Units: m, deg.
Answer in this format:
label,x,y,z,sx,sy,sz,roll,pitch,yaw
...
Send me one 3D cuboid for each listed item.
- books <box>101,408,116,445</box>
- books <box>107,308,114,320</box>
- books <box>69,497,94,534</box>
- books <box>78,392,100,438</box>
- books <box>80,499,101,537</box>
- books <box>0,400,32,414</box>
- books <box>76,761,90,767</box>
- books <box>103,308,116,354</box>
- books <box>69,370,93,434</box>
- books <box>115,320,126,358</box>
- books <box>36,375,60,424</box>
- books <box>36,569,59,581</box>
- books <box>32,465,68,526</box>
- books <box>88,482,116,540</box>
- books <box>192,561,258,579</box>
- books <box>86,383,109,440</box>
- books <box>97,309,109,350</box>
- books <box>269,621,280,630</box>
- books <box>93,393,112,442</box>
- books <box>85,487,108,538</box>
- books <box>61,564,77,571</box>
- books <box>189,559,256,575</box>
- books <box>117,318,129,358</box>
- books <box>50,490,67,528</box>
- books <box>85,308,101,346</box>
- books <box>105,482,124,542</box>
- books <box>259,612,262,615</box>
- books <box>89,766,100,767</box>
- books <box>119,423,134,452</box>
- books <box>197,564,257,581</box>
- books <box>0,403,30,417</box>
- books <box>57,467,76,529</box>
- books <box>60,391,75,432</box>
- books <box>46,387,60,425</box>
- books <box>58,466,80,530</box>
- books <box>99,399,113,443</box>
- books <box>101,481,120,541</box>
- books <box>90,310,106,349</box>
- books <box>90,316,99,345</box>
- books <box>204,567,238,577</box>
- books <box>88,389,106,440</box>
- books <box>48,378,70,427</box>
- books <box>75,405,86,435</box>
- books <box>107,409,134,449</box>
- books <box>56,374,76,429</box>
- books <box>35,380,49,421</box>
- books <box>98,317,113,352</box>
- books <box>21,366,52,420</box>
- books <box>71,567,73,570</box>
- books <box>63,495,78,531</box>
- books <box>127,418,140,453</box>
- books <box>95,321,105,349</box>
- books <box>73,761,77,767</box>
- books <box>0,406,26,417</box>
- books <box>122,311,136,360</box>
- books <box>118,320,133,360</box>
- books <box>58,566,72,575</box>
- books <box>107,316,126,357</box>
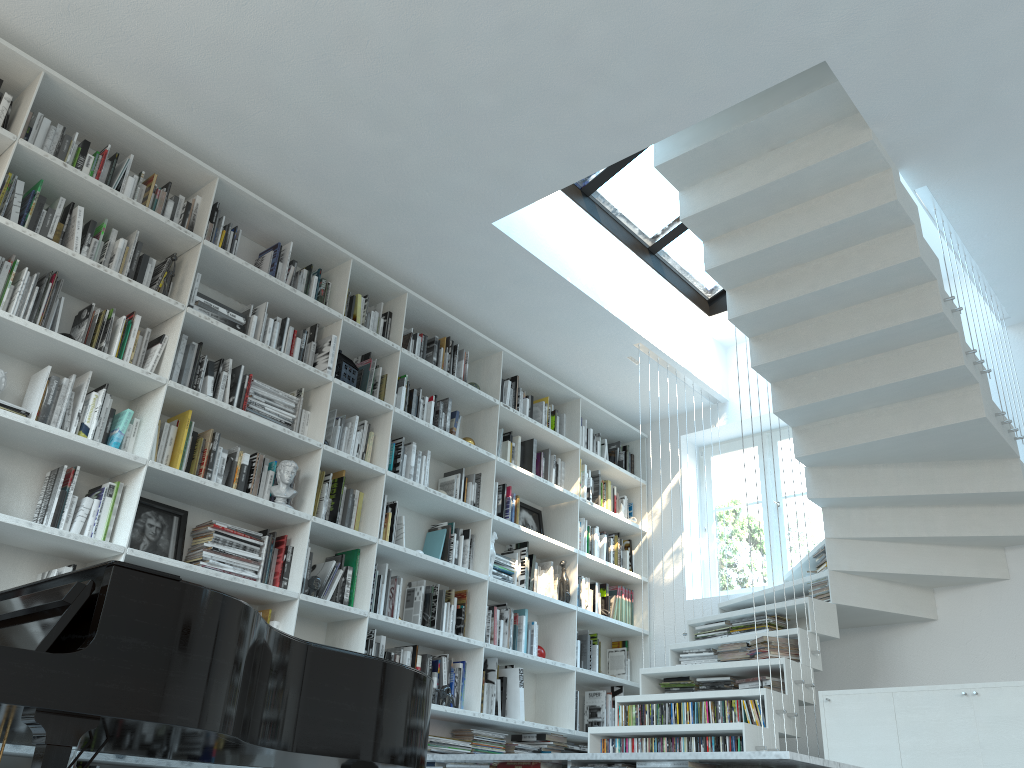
label,x,y,z,sx,sy,sz,roll,pitch,yaw
books,-1.734,0.220,3.717,0.150,0.218,0.026,-18,-33,37
books,-1.782,-0.183,3.803,0.157,0.274,0.005,-18,-33,37
books,-1.749,0.552,3.530,0.156,0.187,0.057,-18,-34,37
books,-1.779,0.167,3.648,0.170,0.246,0.028,-18,-33,37
books,-1.727,0.568,3.559,0.172,0.187,0.024,-18,-34,37
books,-2.017,0.075,3.392,0.160,0.012,0.286,-16,-32,33
books,-1.631,1.556,3.264,0.144,0.335,0.012,-18,-33,37
books,-1.777,-0.179,3.825,0.155,0.286,0.033,-18,-33,37
books,-1.809,0.115,3.639,0.173,0.328,0.010,-18,-33,37
books,-1.739,-0.148,3.843,0.140,0.252,0.017,-18,-33,37
books,-1.885,0.102,3.530,0.174,0.246,0.030,-18,-33,37
books,-1.795,0.839,3.366,0.161,0.253,0.012,-18,-33,37
books,-1.823,0.468,3.478,0.160,0.283,0.012,-18,-33,37
books,-1.697,0.545,3.600,0.178,0.268,0.027,-18,-33,37
books,-1.305,0.846,3.977,0.286,0.012,0.160,26,-35,-38
books,-1.756,0.154,3.680,0.178,0.299,0.011,-18,-33,37
books,-1.798,-0.181,3.798,0.149,0.265,0.009,-18,-33,37
books,-1.134,1.208,4.019,0.176,0.245,0.033,-18,-33,37
books,-1.747,0.179,3.683,0.170,0.258,0.023,-18,-33,37
books,-1.706,0.547,3.577,0.171,0.243,0.012,-18,-33,37
books,-1.752,0.846,3.417,0.132,0.289,0.014,-18,-33,37
books,-1.305,0.835,3.983,0.161,0.012,0.255,-15,-32,32
books,-1.732,-0.149,3.853,0.142,0.264,0.004,-18,-33,37
books,-1.810,0.518,3.466,0.154,0.185,0.026,-18,-34,37
books,-1.812,-0.192,3.749,0.174,0.239,0.005,-18,-33,37
books,-1.669,0.551,3.622,0.162,0.280,0.021,-18,-33,37
books,-1.206,1.166,3.971,0.175,0.270,0.026,-18,-33,37
books,-1.618,1.576,3.274,0.170,0.309,0.034,-18,-33,37
books,-1.674,0.268,3.764,0.142,0.180,0.027,-18,-34,37
books,-1.313,0.859,3.978,0.160,0.012,0.286,-18,-33,36
books,-2.022,0.087,3.390,0.160,0.012,0.286,-20,-35,38
books,-1.805,0.480,3.508,0.156,0.290,0.011,-18,-33,37
books,-1.837,0.153,3.601,0.149,0.223,0.048,-18,-33,37
books,-1.890,0.128,3.561,0.138,0.226,0.024,-18,-33,37
books,-1.795,0.481,3.516,0.166,0.296,0.012,-18,-33,37
books,-1.748,0.194,3.709,0.152,0.255,0.022,-18,-33,37
books,-1.678,0.545,3.609,0.188,0.277,0.011,-18,-33,37
books,-1.793,-0.186,3.755,0.178,0.235,0.005,-18,-34,37
books,-1.820,-0.174,3.760,0.150,0.215,0.013,-18,-33,37
books,-1.306,0.867,3.967,0.159,0.012,0.286,-15,-32,32
books,-1.758,0.164,3.659,0.193,0.264,0.012,-18,-33,37
books,-1.863,0.115,3.576,0.151,0.266,0.022,-18,-33,37
books,-1.812,0.188,3.628,0.140,0.188,0.025,-18,-33,37
books,-1.688,0.226,3.734,0.179,0.226,0.061,-18,-34,37
books,-1.842,0.110,3.585,0.167,0.284,0.012,-18,-33,37
books,-1.913,0.106,3.525,0.155,0.230,0.010,-18,-33,37
books,-1.770,-0.164,3.773,0.181,0.215,0.006,-18,-34,37
books,-1.908,0.075,3.521,0.160,0.283,0.012,-18,-33,37
books,-1.763,0.849,3.409,0.155,0.276,0.010,-18,-33,37
books,-1.789,0.542,3.508,0.154,0.182,0.030,-18,-34,37
books,-1.658,0.262,3.791,0.126,0.216,0.026,-18,-33,37
books,-1.800,-0.157,3.772,0.163,0.199,0.011,-18,-34,37
books,-1.667,1.539,3.237,0.140,0.338,0.014,-18,-33,37
books,-2.020,0.097,3.383,0.161,0.012,0.255,-16,-33,34
books,-1.721,-0.163,3.867,0.166,0.302,0.006,-18,-33,37
books,-1.724,-0.144,3.850,0.180,0.251,0.006,-18,-33,37
books,-1.765,0.842,3.386,0.159,0.268,0.027,-18,-33,37
books,-1.738,-0.159,3.810,0.189,0.242,0.013,-18,-33,37
